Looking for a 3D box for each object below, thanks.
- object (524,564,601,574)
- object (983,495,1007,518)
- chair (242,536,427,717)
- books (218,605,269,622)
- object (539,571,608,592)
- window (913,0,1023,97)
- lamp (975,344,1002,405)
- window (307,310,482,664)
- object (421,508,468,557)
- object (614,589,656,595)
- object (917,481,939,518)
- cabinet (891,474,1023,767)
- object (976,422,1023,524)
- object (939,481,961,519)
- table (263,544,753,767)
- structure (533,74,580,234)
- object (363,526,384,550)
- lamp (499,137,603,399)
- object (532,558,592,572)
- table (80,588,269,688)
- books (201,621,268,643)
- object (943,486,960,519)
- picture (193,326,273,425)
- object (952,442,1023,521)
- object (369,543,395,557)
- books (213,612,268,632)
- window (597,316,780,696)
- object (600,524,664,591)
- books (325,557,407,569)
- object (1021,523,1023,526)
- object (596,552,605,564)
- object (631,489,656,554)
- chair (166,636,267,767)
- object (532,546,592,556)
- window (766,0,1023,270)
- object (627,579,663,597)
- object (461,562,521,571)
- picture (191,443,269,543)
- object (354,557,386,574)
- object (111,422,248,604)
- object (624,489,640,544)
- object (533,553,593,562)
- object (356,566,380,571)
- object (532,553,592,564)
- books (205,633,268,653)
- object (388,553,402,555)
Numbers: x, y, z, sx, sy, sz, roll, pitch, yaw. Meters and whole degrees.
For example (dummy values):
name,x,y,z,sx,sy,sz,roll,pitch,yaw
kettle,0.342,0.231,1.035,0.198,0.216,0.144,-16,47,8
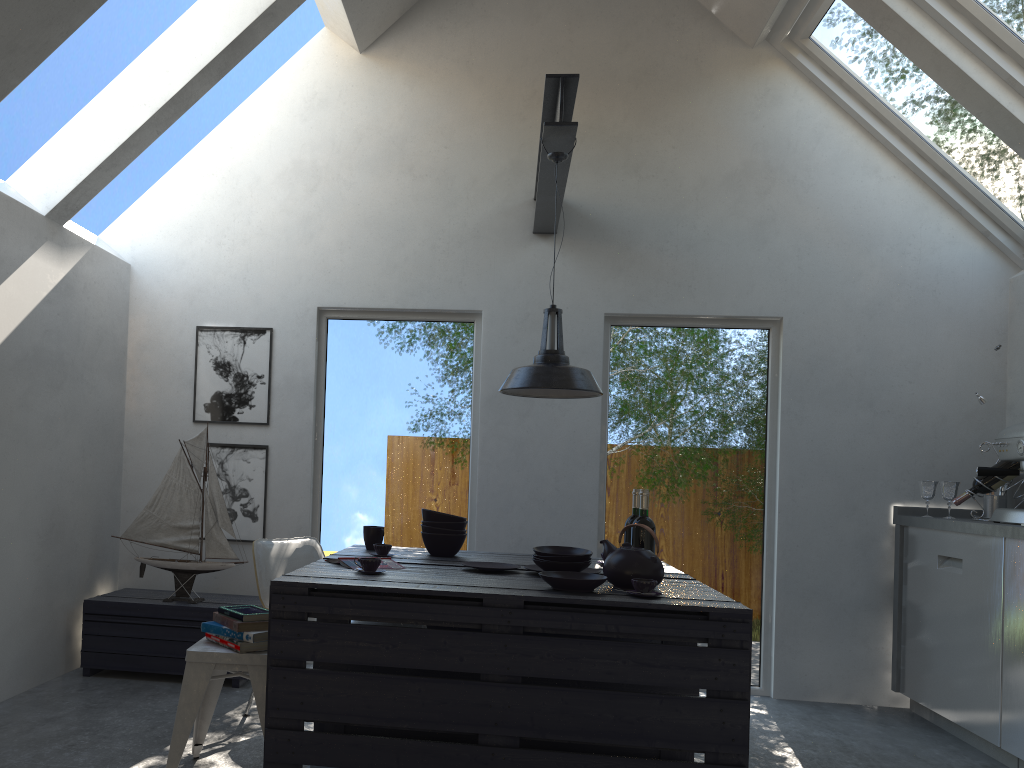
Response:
name,x,y,z,sx,sy,sz,roll,pitch,yaw
object,0.194,0.728,3.394,0.313,0.024,0.280,-2,-7,35
object,2.522,0.646,4.565,0.113,0.132,0.100,-1,-4,45
chair,-0.825,1.154,4.085,0.818,0.817,0.658,0,-4,34
books,-0.987,0.855,3.263,0.136,0.025,0.217,8,-8,-40
object,0.204,0.666,2.940,0.244,0.047,0.216,-3,-8,44
window,2.140,-1.459,3.445,1.497,1.386,0.824,2,-2,5
lamp,2.526,-0.108,4.420,0.337,0.436,0.059,2,-1,7
window,-0.700,0.632,5.213,0.998,2.123,0.058,2,-1,7
object,-0.311,0.680,3.998,0.217,0.213,0.192,2,-3,5
object,0.399,0.679,2.840,0.136,0.013,0.027,1,-5,17
object,2.179,0.604,4.586,0.098,0.191,0.099,2,-2,-3
cabinet,2.371,0.886,3.342,0.572,1.471,2.843,2,-5,0
object,2.398,0.396,3.980,0.433,0.499,0.356,2,-3,4
object,2.250,0.598,4.499,0.103,0.191,0.094,1,-2,26
table,-0.043,1.139,3.518,1.523,0.794,1.595,2,-5,3
structure,0.194,-1.005,4.750,0.137,0.207,2.516,2,-6,0
object,-0.652,0.726,4.115,0.100,0.109,0.131,3,-4,-6
lamp,0.178,-0.504,3.658,0.435,1.094,0.428,2,-2,3
object,0.192,0.707,3.395,0.244,0.047,0.216,-3,-8,44
table,-1.839,1.399,4.875,0.938,0.414,0.520,2,-4,5
books,-0.990,0.916,3.261,0.302,0.033,0.187,-2,-7,35
object,2.314,0.614,4.622,0.094,0.191,0.103,3,-2,-26
picture,-1.678,-0.051,5.258,0.478,0.582,0.025,2,-1,7
object,2.387,0.484,4.347,0.351,0.393,0.221,0,-3,33
object,-0.563,0.723,3.805,0.114,0.056,0.118,3,-5,-9
books,-0.990,0.884,3.267,0.165,0.032,0.270,7,-7,-36
window,0.986,0.685,5.014,0.998,2.123,0.058,2,-1,7
object,0.424,0.605,3.069,0.222,0.232,0.210,2,-3,5
books,-0.581,0.698,3.449,0.212,0.030,0.321,6,-7,-29
object,2.239,0.583,3.547,0.182,0.012,0.262,3,-6,0
object,0.435,0.776,3.882,0.114,0.056,0.118,3,-5,-9
object,0.499,0.573,3.320,0.097,0.344,0.086,1,-2,37
chair,-1.015,1.220,3.250,0.438,0.503,0.422,2,-3,-1
object,0.194,0.668,3.401,0.232,0.058,0.228,2,-6,3
window,2.143,-1.347,4.423,1.504,1.393,0.824,2,-2,5
object,0.433,0.666,2.863,0.116,0.056,0.117,3,-5,-4
object,-0.083,0.721,3.442,0.239,0.019,0.231,2,-6,8
picture,-1.700,0.650,5.247,0.478,0.582,0.025,2,-1,7
object,-0.514,0.657,3.168,0.119,0.056,0.114,1,-5,11
object,-1.822,0.696,4.809,0.801,0.988,0.139,2,-1,7
object,0.489,0.586,3.449,0.097,0.344,0.086,1,-2,42
object,0.197,0.679,3.395,0.233,0.063,0.226,2,-6,8
object,-0.531,0.677,3.208,0.029,0.013,0.126,0,-7,28
object,0.193,0.692,3.393,0.234,0.063,0.225,2,-6,8
books,-0.991,0.950,3.260,0.187,0.035,0.302,8,-8,-40
object,-0.523,0.742,3.809,0.140,0.013,0.026,-3,-7,40
